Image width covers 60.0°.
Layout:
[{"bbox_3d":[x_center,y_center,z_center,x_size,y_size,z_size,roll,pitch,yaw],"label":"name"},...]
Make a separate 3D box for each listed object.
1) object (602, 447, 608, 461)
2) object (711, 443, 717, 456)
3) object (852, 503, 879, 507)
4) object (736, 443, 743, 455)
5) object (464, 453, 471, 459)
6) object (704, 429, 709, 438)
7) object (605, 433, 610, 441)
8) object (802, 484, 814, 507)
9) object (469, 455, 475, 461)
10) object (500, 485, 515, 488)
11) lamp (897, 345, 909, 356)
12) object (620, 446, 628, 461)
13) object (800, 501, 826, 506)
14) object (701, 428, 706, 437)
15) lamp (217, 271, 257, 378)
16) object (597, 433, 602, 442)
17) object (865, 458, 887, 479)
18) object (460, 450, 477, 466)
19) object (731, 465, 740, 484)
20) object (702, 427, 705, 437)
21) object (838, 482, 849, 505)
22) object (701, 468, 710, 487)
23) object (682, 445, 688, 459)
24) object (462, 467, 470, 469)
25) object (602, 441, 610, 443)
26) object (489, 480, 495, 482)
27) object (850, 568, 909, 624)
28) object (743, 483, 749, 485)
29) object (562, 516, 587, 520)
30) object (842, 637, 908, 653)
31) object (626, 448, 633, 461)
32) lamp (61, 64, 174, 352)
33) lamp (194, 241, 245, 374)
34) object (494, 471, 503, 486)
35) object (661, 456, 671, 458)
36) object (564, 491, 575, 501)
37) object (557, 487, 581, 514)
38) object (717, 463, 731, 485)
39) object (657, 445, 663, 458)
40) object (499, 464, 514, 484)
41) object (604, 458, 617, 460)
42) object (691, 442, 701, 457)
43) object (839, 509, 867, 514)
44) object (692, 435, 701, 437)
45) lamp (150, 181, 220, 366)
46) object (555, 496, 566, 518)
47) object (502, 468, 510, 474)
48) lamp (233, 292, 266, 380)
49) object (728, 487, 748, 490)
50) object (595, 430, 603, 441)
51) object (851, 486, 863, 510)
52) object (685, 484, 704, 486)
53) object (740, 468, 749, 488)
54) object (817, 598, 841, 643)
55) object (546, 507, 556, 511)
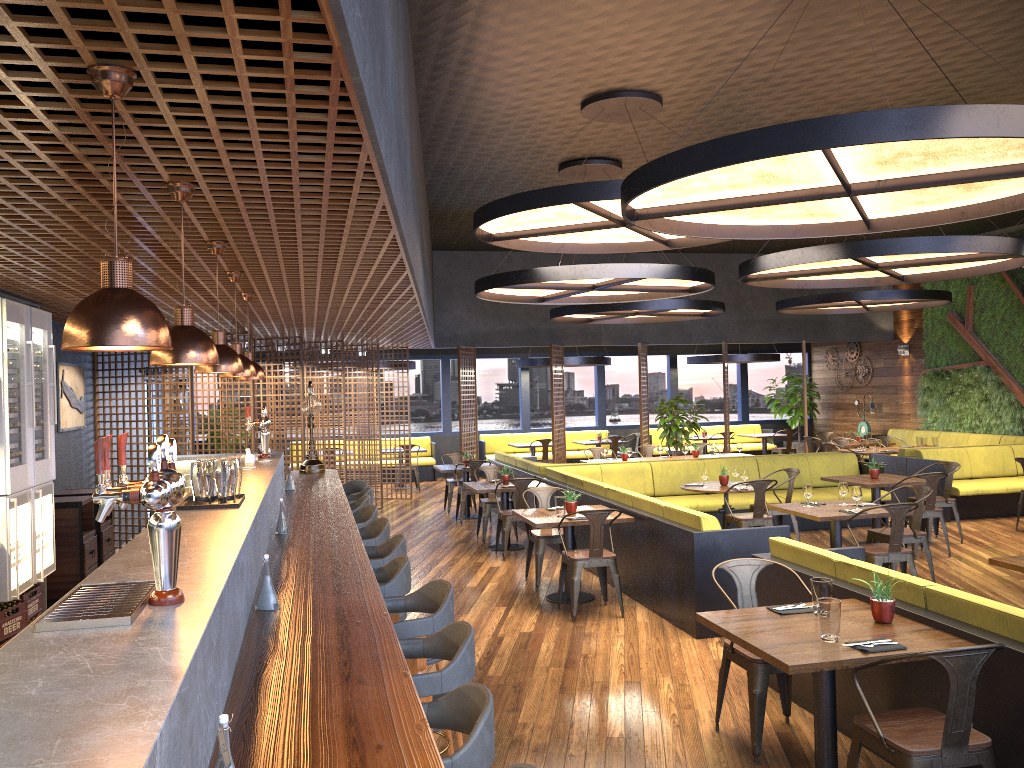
[{"bbox_3d":[1.435,1.082,13.681,0.097,0.206,0.097,-2,0,33],"label":"object"},{"bbox_3d":[3.206,1.038,14.087,0.097,0.206,0.097,-2,0,33],"label":"object"},{"bbox_3d":[3.201,1.100,8.083,0.255,0.019,0.157,-1,0,-13],"label":"object"},{"bbox_3d":[3.547,1.027,13.817,0.097,0.206,0.097,-2,0,33],"label":"object"},{"bbox_3d":[-0.673,1.147,13.493,0.102,0.178,0.102,-2,0,3],"label":"object"},{"bbox_3d":[4.127,1.050,18.842,0.102,0.178,0.102,-1,0,-27],"label":"object"},{"bbox_3d":[1.985,1.104,18.451,0.102,0.178,0.102,-1,0,-27],"label":"object"},{"bbox_3d":[2.709,1.019,8.115,0.097,0.206,0.097,-1,0,-21],"label":"object"},{"bbox_3d":[-0.592,1.143,13.182,0.102,0.178,0.102,-1,0,-7],"label":"object"},{"bbox_3d":[-0.041,1.193,10.367,0.255,0.019,0.157,-1,0,-13],"label":"object"},{"bbox_3d":[7.986,-0.692,18.163,0.189,0.215,0.215,-1,0,-13],"label":"lamp"},{"bbox_3d":[1.722,1.039,13.620,0.238,0.271,0.260,-2,0,9],"label":"object"},{"bbox_3d":[2.815,1.111,8.254,0.157,0.019,0.255,-1,0,-13],"label":"object"},{"bbox_3d":[4.143,1.051,19.200,0.102,0.178,0.102,-1,0,-27],"label":"object"},{"bbox_3d":[-1.776,-0.381,5.703,0.250,0.673,0.250,-2,0,20],"label":"lamp"},{"bbox_3d":[1.808,1.107,18.312,0.102,0.178,0.102,-1,0,-27],"label":"object"},{"bbox_3d":[4.194,0.956,10.244,0.260,0.271,0.238,-2,0,22],"label":"object"},{"bbox_3d":[-0.666,1.099,13.316,0.260,0.271,0.238,-1,0,-11],"label":"object"},{"bbox_3d":[2.551,1.034,10.118,0.097,0.206,0.097,-2,0,26],"label":"object"},{"bbox_3d":[4.123,1.005,19.018,0.238,0.271,0.260,-2,0,9],"label":"object"},{"bbox_3d":[3.059,1.010,8.187,0.097,0.206,0.097,-1,0,-12],"label":"object"},{"bbox_3d":[2.150,1.043,9.869,0.097,0.206,0.097,-2,0,29],"label":"object"},{"bbox_3d":[2.661,1.049,13.614,0.097,0.206,0.097,-2,0,33],"label":"object"},{"bbox_3d":[-0.645,1.223,13.006,0.255,0.019,0.157,-1,0,-13],"label":"object"},{"bbox_3d":[1.895,1.184,18.168,0.255,0.019,0.157,-1,0,-13],"label":"object"},{"bbox_3d":[-0.152,1.200,10.996,0.255,0.019,0.157,-1,0,-13],"label":"object"},{"bbox_3d":[1.754,0.988,4.196,0.238,0.271,0.260,-1,0,-8],"label":"object"},{"bbox_3d":[2.689,1.123,10.008,0.255,0.019,0.157,-1,0,-10],"label":"object"},{"bbox_3d":[0.561,1.164,7.735,0.255,0.019,0.157,-1,0,-13],"label":"object"},{"bbox_3d":[1.542,1.117,3.806,0.255,0.019,0.157,-1,0,-13],"label":"object"},{"bbox_3d":[1.776,1.071,13.411,0.097,0.206,0.097,-2,0,33],"label":"object"},{"bbox_3d":[-0.963,-0.421,2.151,0.250,0.673,0.250,-1,0,-25],"label":"lamp"},{"bbox_3d":[-1.518,-0.393,4.579,0.250,0.673,0.250,-2,0,20],"label":"lamp"},{"bbox_3d":[-0.159,1.117,10.489,0.102,0.178,0.102,-1,0,-27],"label":"object"},{"bbox_3d":[2.426,1.152,14.023,0.157,0.019,0.255,-1,0,-13],"label":"object"},{"bbox_3d":[0.534,1.087,8.221,0.102,0.178,0.102,-1,0,-27],"label":"object"},{"bbox_3d":[0.528,1.040,8.050,0.238,0.271,0.260,-2,0,9],"label":"object"},{"bbox_3d":[2.374,1.002,9.972,0.238,0.271,0.260,-2,0,9],"label":"object"},{"bbox_3d":[2.320,1.060,13.884,0.097,0.206,0.097,-2,0,33],"label":"object"},{"bbox_3d":[-0.069,1.070,10.707,0.260,0.271,0.238,-1,0,-11],"label":"object"},{"bbox_3d":[1.541,1.174,13.820,0.157,0.019,0.255,-1,0,-13],"label":"object"},{"bbox_3d":[2.866,1.010,13.883,0.238,0.271,0.260,-2,0,9],"label":"object"},{"bbox_3d":[2.949,1.105,7.705,0.157,0.019,0.255,-1,0,-13],"label":"object"},{"bbox_3d":[4.060,1.134,19.343,0.255,0.019,0.157,-1,0,-13],"label":"object"},{"bbox_3d":[-1.229,-0.408,3.314,0.250,0.673,0.250,-2,0,20],"label":"lamp"},{"bbox_3d":[0.430,1.088,7.848,0.102,0.178,0.102,-2,0,23],"label":"object"},{"bbox_3d":[-0.069,1.117,10.853,0.102,0.178,0.102,-1,0,-27],"label":"object"},{"bbox_3d":[-2.046,-0.367,6.882,0.250,0.673,0.250,-2,0,20],"label":"lamp"},{"bbox_3d":[2.438,1.128,9.605,0.157,0.019,0.255,-1,0,-6],"label":"object"},{"bbox_3d":[1.825,1.062,18.495,0.238,0.271,0.260,-2,0,9],"label":"object"},{"bbox_3d":[3.050,1.009,7.845,0.097,0.206,0.097,-1,0,-21],"label":"object"},{"bbox_3d":[2.088,1.139,10.030,0.255,0.019,0.157,-2,0,19],"label":"object"},{"bbox_3d":[2.554,1.032,9.733,0.097,0.206,0.097,-2,0,12],"label":"object"},{"bbox_3d":[1.398,1.042,3.908,0.102,0.178,0.102,-2,0,23],"label":"object"},{"bbox_3d":[0.451,1.170,8.364,0.255,0.019,0.157,-1,0,-13],"label":"object"}]
